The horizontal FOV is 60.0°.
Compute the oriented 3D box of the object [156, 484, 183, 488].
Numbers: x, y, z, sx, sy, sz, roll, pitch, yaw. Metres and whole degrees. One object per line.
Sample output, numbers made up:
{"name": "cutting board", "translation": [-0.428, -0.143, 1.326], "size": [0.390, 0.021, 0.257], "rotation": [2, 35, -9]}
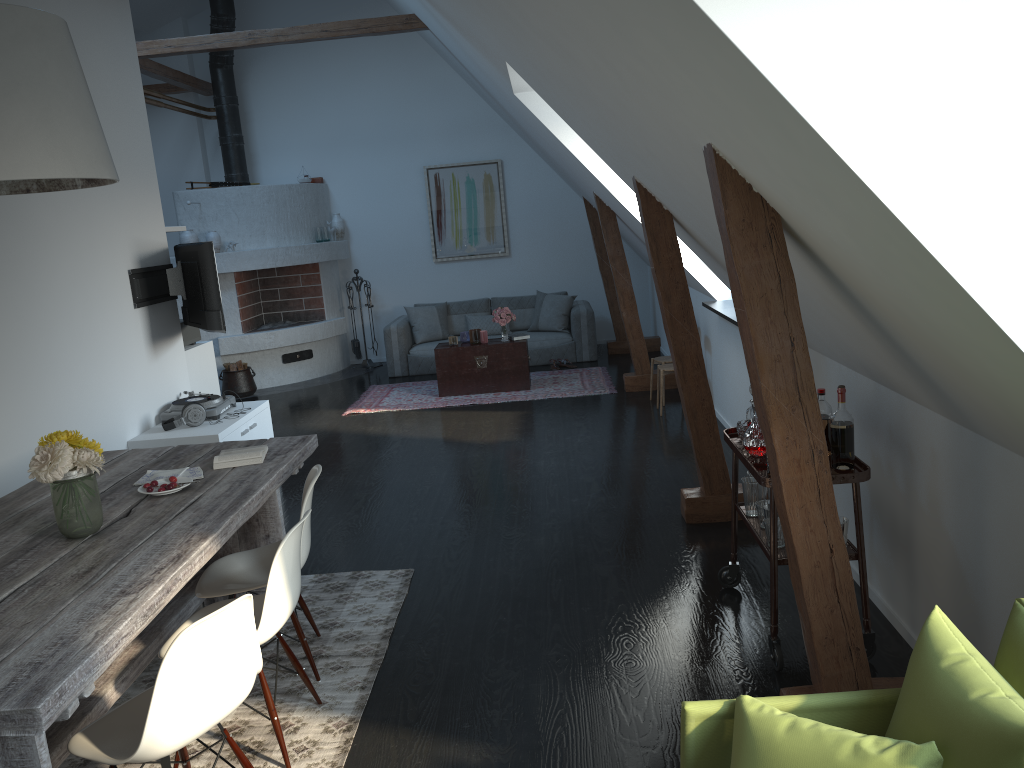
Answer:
{"name": "object", "translation": [-1.341, 0.401, 3.479], "size": [0.110, 0.011, 0.058], "rotation": [-4, 11, 7]}

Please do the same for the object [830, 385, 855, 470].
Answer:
{"name": "object", "translation": [1.204, 0.156, 3.234], "size": [0.081, 0.308, 0.081], "rotation": [-6, 11, -5]}

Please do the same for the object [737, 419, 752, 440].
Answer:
{"name": "object", "translation": [1.039, 0.204, 3.625], "size": [0.245, 0.092, 0.151], "rotation": [2, 13, 31]}

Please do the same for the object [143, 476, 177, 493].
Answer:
{"name": "object", "translation": [-1.372, 0.397, 3.467], "size": [0.132, 0.034, 0.144], "rotation": [-10, 12, -25]}

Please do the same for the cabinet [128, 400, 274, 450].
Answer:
{"name": "cabinet", "translation": [-2.139, 0.493, 6.293], "size": [0.623, 0.507, 1.069], "rotation": [-5, 11, 3]}

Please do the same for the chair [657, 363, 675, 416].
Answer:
{"name": "chair", "translation": [1.363, -0.116, 7.335], "size": [0.342, 0.696, 0.329], "rotation": [-4, 11, 4]}

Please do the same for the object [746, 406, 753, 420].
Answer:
{"name": "object", "translation": [1.046, 0.118, 3.768], "size": [0.087, 0.206, 0.087], "rotation": [1, 12, 27]}

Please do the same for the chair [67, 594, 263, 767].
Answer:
{"name": "chair", "translation": [-0.939, 0.962, 2.484], "size": [0.542, 0.801, 0.465], "rotation": [1, 12, 28]}

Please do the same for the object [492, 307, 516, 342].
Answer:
{"name": "object", "translation": [-0.085, -0.610, 8.917], "size": [0.234, 0.351, 0.235], "rotation": [-13, 13, -36]}

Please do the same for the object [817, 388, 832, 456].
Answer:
{"name": "object", "translation": [1.198, 0.145, 3.426], "size": [0.067, 0.257, 0.099], "rotation": [-4, 11, 8]}

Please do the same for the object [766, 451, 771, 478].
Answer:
{"name": "object", "translation": [0.969, 0.231, 3.194], "size": [0.101, 0.211, 0.101], "rotation": [-2, 11, 18]}

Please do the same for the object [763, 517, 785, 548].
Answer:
{"name": "object", "translation": [1.005, 0.566, 3.373], "size": [0.092, 0.099, 0.092], "rotation": [-9, 11, -19]}

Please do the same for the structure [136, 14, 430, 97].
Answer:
{"name": "structure", "translation": [-4.058, -2.824, 5.798], "size": [10.230, 3.562, 15.910], "rotation": [-4, 11, 8]}

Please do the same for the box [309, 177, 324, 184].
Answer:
{"name": "box", "translation": [-2.477, -2.523, 11.037], "size": [0.229, 0.078, 0.127], "rotation": [-5, 11, 3]}

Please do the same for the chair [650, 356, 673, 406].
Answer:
{"name": "chair", "translation": [1.397, -0.194, 7.730], "size": [0.342, 0.696, 0.329], "rotation": [-8, 11, -14]}

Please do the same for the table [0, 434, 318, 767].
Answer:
{"name": "table", "translation": [-1.503, 0.891, 3.154], "size": [1.141, 0.788, 2.421], "rotation": [-5, 11, 3]}

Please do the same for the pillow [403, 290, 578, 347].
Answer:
{"name": "pillow", "translation": [-0.241, -0.796, 10.532], "size": [2.075, 0.515, 0.444], "rotation": [-5, 11, 3]}

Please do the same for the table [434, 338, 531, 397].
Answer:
{"name": "table", "translation": [-0.288, -0.182, 9.002], "size": [0.962, 0.492, 0.471], "rotation": [-5, 11, 3]}

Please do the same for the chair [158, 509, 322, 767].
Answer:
{"name": "chair", "translation": [-0.916, 0.852, 3.050], "size": [0.542, 0.801, 0.465], "rotation": [-4, 11, 4]}

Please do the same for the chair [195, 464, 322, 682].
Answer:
{"name": "chair", "translation": [-0.988, 0.760, 3.565], "size": [0.542, 0.801, 0.465], "rotation": [-7, 11, -11]}

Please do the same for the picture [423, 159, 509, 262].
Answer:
{"name": "picture", "translation": [-0.570, -2.166, 11.110], "size": [0.965, 1.185, 0.025], "rotation": [-5, 11, 3]}

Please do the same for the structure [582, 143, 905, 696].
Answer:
{"name": "structure", "translation": [1.180, -0.176, 4.421], "size": [1.023, 1.963, 12.350], "rotation": [-5, 11, 3]}

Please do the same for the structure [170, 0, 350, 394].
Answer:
{"name": "structure", "translation": [-3.688, -2.413, 11.093], "size": [3.058, 4.752, 3.049], "rotation": [-3, 11, 11]}

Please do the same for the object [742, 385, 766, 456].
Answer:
{"name": "object", "translation": [0.959, 0.138, 3.480], "size": [0.114, 0.292, 0.114], "rotation": [-10, 12, -25]}

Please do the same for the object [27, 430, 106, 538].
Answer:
{"name": "object", "translation": [-1.489, 0.334, 2.995], "size": [0.233, 0.365, 0.293], "rotation": [-10, 12, -26]}

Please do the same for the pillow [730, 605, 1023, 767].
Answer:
{"name": "pillow", "translation": [0.705, 0.742, 1.761], "size": [0.600, 0.387, 0.475], "rotation": [-5, 11, 0]}

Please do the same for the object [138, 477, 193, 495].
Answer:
{"name": "object", "translation": [-1.358, 0.406, 3.479], "size": [0.205, 0.024, 0.205], "rotation": [-6, 11, -5]}

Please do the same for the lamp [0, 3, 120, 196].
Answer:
{"name": "lamp", "translation": [-1.790, -2.001, 2.584], "size": [0.757, 2.813, 0.697], "rotation": [-13, 13, -36]}

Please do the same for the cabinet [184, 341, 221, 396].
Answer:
{"name": "cabinet", "translation": [-2.888, 0.180, 7.175], "size": [0.869, 0.921, 0.638], "rotation": [-5, 11, 3]}

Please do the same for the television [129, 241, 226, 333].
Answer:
{"name": "television", "translation": [-2.494, -0.661, 6.359], "size": [0.537, 0.652, 1.005], "rotation": [-12, 13, -31]}

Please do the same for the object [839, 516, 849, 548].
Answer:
{"name": "object", "translation": [1.195, 0.557, 3.277], "size": [0.095, 0.119, 0.095], "rotation": [-13, 13, -34]}

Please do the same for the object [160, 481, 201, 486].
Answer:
{"name": "object", "translation": [-1.304, 0.390, 3.480], "size": [0.194, 0.022, 0.019], "rotation": [-2, 11, 18]}
